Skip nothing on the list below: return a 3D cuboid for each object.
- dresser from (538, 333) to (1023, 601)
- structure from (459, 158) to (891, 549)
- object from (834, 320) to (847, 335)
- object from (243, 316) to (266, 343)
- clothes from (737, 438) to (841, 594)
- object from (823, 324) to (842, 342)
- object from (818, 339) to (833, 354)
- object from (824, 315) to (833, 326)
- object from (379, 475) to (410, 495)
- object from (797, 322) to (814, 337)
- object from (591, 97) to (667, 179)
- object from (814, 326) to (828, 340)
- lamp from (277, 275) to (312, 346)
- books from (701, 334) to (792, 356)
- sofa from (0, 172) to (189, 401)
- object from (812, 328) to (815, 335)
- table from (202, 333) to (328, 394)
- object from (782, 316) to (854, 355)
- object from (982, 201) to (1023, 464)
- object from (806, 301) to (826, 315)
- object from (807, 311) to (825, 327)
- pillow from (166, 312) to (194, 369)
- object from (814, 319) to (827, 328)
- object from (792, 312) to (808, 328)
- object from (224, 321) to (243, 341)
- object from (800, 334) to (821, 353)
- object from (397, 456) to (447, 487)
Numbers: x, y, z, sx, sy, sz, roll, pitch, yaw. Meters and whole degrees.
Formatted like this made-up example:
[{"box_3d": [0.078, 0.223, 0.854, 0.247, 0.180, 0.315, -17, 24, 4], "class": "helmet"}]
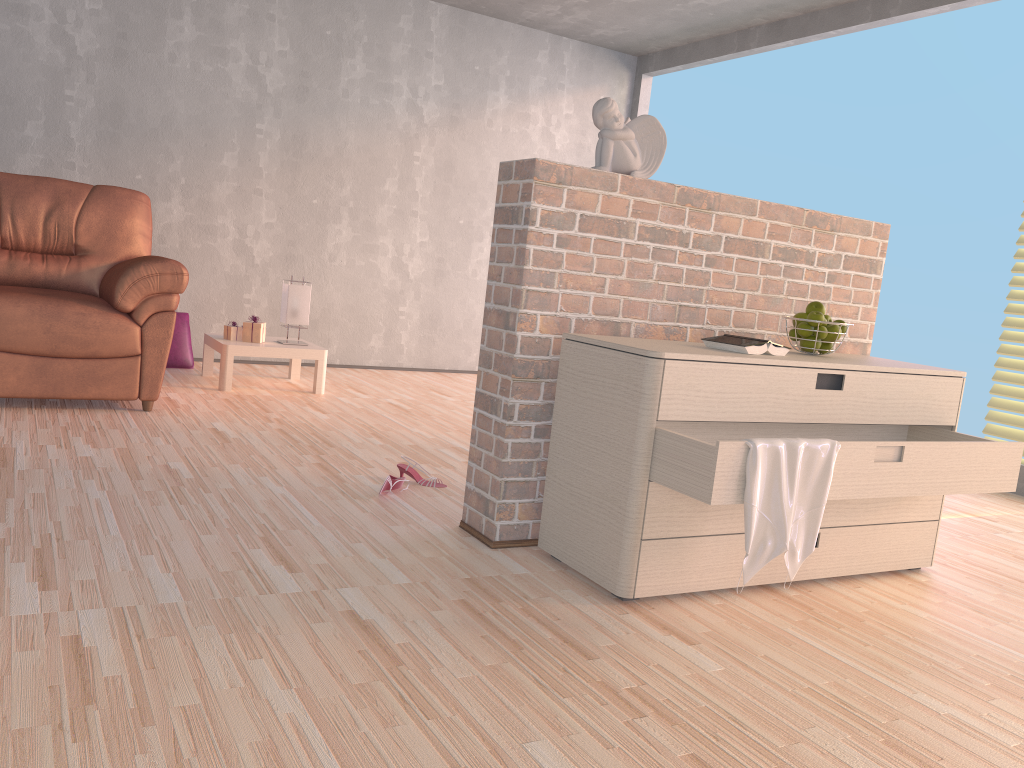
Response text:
[{"box_3d": [0.980, 0.242, 2.562, 1.686, 0.612, 0.605, 2, 8, -30], "class": "dresser"}, {"box_3d": [0.567, -0.061, 2.812, 1.422, 1.057, 0.211, 2, 8, -30], "class": "structure"}, {"box_3d": [0.957, -0.165, 2.598, 0.047, 0.047, 0.046, 7, 7, 8], "class": "object"}, {"box_3d": [-1.374, -0.296, 4.732, 0.099, 0.147, 0.102, 6, 7, -1], "class": "object"}, {"box_3d": [0.614, 0.303, 2.031, 0.325, 0.369, 0.097, 2, 8, -29], "class": "clothes"}, {"box_3d": [0.925, -0.148, 2.570, 0.057, 0.057, 0.057, 7, 7, 3], "class": "object"}, {"box_3d": [0.921, -0.112, 2.613, 0.046, 0.048, 0.048, 0, 9, -41], "class": "object"}, {"box_3d": [0.925, -0.184, 2.621, 0.043, 0.043, 0.039, -1, 10, -44], "class": "object"}, {"box_3d": [-0.386, 0.327, 2.908, 0.078, 0.066, 0.192, 7, 7, 6], "class": "object"}, {"box_3d": [0.850, -0.158, 2.569, 0.046, 0.044, 0.046, 2, 9, -34], "class": "object"}, {"box_3d": [0.320, -0.700, 2.547, 0.216, 0.218, 0.131, 2, 8, -30], "class": "object"}, {"box_3d": [0.888, -0.148, 2.550, 0.038, 0.040, 0.039, 4, 8, -21], "class": "object"}, {"box_3d": [-1.187, -0.403, 4.854, 0.140, 0.376, 0.140, 2, 8, -30], "class": "lamp"}, {"box_3d": [0.634, -0.107, 2.400, 0.209, 0.040, 0.146, 0, 9, -40], "class": "books"}, {"box_3d": [-2.547, -0.484, 3.624, 2.202, 0.923, 0.981, 2, 8, -30], "class": "sofa"}, {"box_3d": [0.921, -0.154, 2.650, 0.053, 0.054, 0.053, 7, 7, 5], "class": "object"}, {"box_3d": [-1.361, -0.114, 4.856, 0.548, 0.241, 0.548, 2, 8, -30], "class": "table"}, {"box_3d": [0.891, -0.137, 2.610, 0.202, 0.104, 0.202, 1, 9, -36], "class": "object"}, {"box_3d": [3.440, -0.323, 2.286, 0.044, 2.114, 4.372, 2, 8, -30], "class": "object"}, {"box_3d": [0.891, -0.215, 2.603, 0.054, 0.056, 0.054, 2, 8, -30], "class": "object"}, {"box_3d": [0.873, -0.186, 2.548, 0.046, 0.045, 0.046, 2, 8, -30], "class": "object"}, {"box_3d": [-2.023, -0.257, 5.133, 0.327, 0.326, 0.241, 1, 9, -36], "class": "pillow"}, {"box_3d": [0.896, -0.176, 2.579, 0.039, 0.038, 0.039, 6, 7, -1], "class": "object"}, {"box_3d": [0.851, -0.185, 2.610, 0.049, 0.053, 0.054, 6, 7, 1], "class": "object"}, {"box_3d": [-1.471, -0.287, 4.762, 0.080, 0.105, 0.152, 10, 8, 28], "class": "object"}, {"box_3d": [0.872, -0.120, 2.589, 0.060, 0.055, 0.059, 8, 7, 15], "class": "object"}, {"box_3d": [-0.312, 0.304, 3.074, 0.188, 0.085, 0.069, 7, 7, 9], "class": "object"}]
